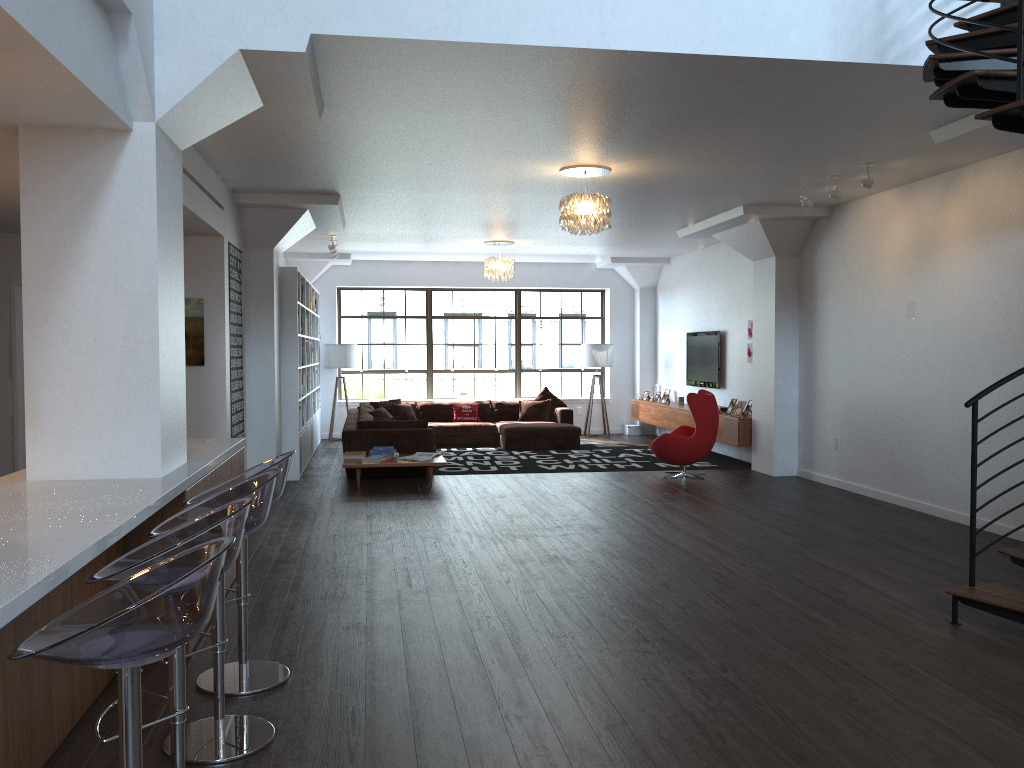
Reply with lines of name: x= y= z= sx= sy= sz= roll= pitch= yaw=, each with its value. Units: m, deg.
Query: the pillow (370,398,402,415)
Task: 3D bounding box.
pillow: x=-1.910 y=0.439 z=13.879 sx=0.580 sy=0.418 sz=0.334 roll=-2 pitch=3 yaw=-36

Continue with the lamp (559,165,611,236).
lamp: x=0.621 y=-1.543 z=7.523 sx=0.441 sy=0.539 sz=0.442 roll=1 pitch=3 yaw=33

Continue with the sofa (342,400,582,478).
sofa: x=-0.578 y=0.666 z=12.519 sx=3.481 sy=0.664 sz=4.197 roll=0 pitch=2 yaw=-9

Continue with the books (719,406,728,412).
books: x=2.859 y=0.348 z=12.318 sx=0.250 sy=0.053 sz=0.400 roll=0 pitch=2 yaw=-9

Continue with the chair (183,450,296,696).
chair: x=-1.201 y=0.808 z=3.939 sx=0.481 sy=1.014 sz=0.530 roll=0 pitch=2 yaw=-7

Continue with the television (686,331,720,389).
television: x=2.806 y=-0.362 z=13.068 sx=0.013 sy=0.816 sz=1.324 roll=-1 pitch=2 yaw=-9

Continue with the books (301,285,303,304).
books: x=-2.665 y=-1.096 z=10.891 sx=0.182 sy=0.253 sz=0.098 roll=0 pitch=2 yaw=-9

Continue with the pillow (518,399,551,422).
pillow: x=0.357 y=0.421 z=14.167 sx=0.542 sy=0.362 sz=0.248 roll=0 pitch=2 yaw=12

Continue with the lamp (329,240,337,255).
lamp: x=-2.459 y=-1.880 z=12.221 sx=0.111 sy=0.211 sz=0.120 roll=2 pitch=3 yaw=40

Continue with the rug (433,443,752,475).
rug: x=0.843 y=1.002 z=12.243 sx=4.200 sy=0.007 sz=3.100 roll=0 pitch=2 yaw=-8

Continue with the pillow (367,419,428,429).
pillow: x=-1.361 y=0.594 z=10.615 sx=0.750 sy=0.364 sz=0.289 roll=-1 pitch=2 yaw=-10

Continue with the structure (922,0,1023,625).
structure: x=2.866 y=-0.866 z=3.833 sx=1.998 sy=4.352 sz=1.998 roll=2 pitch=3 yaw=42

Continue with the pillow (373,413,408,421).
pillow: x=-1.441 y=0.543 z=10.870 sx=0.559 sy=0.411 sz=0.269 roll=1 pitch=3 yaw=37

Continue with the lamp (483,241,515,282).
lamp: x=-0.181 y=-1.726 z=12.516 sx=0.441 sy=0.539 sz=0.442 roll=1 pitch=3 yaw=33

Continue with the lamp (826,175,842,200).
lamp: x=2.848 y=-1.732 z=7.826 sx=0.111 sy=0.211 sz=0.120 roll=2 pitch=3 yaw=40

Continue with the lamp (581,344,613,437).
lamp: x=1.455 y=0.104 z=15.188 sx=0.545 sy=1.579 sz=0.545 roll=0 pitch=2 yaw=2

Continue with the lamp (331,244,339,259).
lamp: x=-2.541 y=-1.899 z=12.733 sx=0.120 sy=0.211 sz=0.111 roll=-2 pitch=3 yaw=-35

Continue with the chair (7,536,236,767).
chair: x=-0.889 y=0.877 z=2.066 sx=0.481 sy=1.014 sz=0.530 roll=0 pitch=2 yaw=-7

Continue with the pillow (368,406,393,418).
pillow: x=-1.774 y=0.514 z=12.263 sx=0.325 sy=0.391 sz=0.625 roll=0 pitch=2 yaw=7

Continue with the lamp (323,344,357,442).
lamp: x=-2.820 y=0.137 z=14.608 sx=0.545 sy=1.579 sz=0.545 roll=-1 pitch=2 yaw=-20

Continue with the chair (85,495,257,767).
chair: x=-1.017 y=0.854 z=2.685 sx=0.481 sy=1.014 sz=0.530 roll=-1 pitch=2 yaw=-11

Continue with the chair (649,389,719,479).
chair: x=2.008 y=0.568 z=10.366 sx=0.801 sy=1.006 sz=0.798 roll=0 pitch=2 yaw=16

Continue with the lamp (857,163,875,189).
lamp: x=2.929 y=-1.713 z=7.315 sx=0.120 sy=0.211 sz=0.111 roll=-2 pitch=3 yaw=-35

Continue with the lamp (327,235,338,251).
lamp: x=-2.380 y=-1.862 z=11.722 sx=0.111 sy=0.211 sz=0.120 roll=1 pitch=2 yaw=25

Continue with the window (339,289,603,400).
window: x=-0.661 y=-0.690 z=15.543 sx=4.648 sy=1.905 sz=0.114 roll=0 pitch=2 yaw=-9

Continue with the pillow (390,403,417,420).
pillow: x=-1.706 y=0.459 z=13.815 sx=0.489 sy=0.337 sz=0.238 roll=-2 pitch=3 yaw=-40

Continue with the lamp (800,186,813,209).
lamp: x=2.768 y=-1.750 z=8.326 sx=0.111 sy=0.211 sz=0.120 roll=1 pitch=2 yaw=25

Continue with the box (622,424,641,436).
box: x=2.083 y=0.799 z=15.475 sx=0.228 sy=0.165 sz=0.368 roll=0 pitch=2 yaw=-9

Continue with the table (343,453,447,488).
table: x=-1.307 y=0.964 z=9.842 sx=1.100 sy=0.271 sz=0.853 roll=0 pitch=2 yaw=-9

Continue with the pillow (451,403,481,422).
pillow: x=-0.731 y=0.461 z=14.115 sx=0.465 sy=0.308 sz=0.220 roll=-1 pitch=2 yaw=-13

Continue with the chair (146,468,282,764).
chair: x=-1.101 y=0.831 z=3.317 sx=0.481 sy=1.014 sz=0.530 roll=-1 pitch=2 yaw=-11

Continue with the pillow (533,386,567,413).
pillow: x=0.534 y=0.331 z=14.359 sx=0.651 sy=0.587 sz=0.335 roll=-1 pitch=2 yaw=-30
